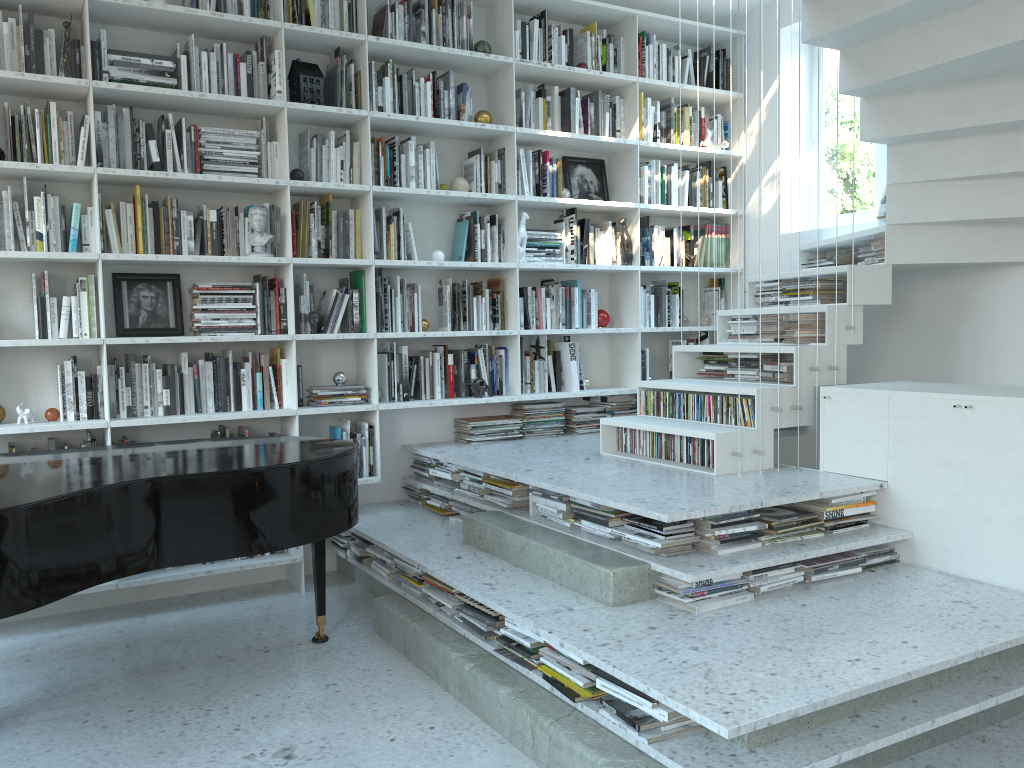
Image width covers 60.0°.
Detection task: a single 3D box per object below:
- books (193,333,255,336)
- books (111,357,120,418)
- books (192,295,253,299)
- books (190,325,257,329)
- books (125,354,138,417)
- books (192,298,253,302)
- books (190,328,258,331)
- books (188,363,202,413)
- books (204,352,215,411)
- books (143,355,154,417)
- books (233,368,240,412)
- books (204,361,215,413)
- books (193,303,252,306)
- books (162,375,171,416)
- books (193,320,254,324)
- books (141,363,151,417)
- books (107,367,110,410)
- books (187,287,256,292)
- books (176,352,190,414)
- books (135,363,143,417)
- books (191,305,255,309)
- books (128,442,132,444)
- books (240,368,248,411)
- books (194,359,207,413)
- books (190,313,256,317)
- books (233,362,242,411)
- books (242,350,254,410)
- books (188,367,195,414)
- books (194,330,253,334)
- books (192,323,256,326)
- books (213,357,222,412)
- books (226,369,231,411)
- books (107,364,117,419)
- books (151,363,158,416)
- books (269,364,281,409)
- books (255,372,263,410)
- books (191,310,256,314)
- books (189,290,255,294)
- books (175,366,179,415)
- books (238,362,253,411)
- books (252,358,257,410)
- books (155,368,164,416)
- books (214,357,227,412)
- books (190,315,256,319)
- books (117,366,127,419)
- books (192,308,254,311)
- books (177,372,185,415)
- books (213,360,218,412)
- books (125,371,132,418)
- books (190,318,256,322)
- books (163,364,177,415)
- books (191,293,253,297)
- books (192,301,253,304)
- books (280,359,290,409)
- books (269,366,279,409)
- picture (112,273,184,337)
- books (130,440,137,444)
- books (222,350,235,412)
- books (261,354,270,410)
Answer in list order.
[{"bbox_3d":[-1.407,-0.241,4.327,0.254,0.012,0.161,-3,4,-33],"label":"books"},{"bbox_3d":[-1.834,0.016,4.099,0.011,0.275,0.145,-3,5,-29],"label":"books"},{"bbox_3d":[-1.411,-0.422,4.316,0.254,0.012,0.161,-3,4,-32],"label":"books"},{"bbox_3d":[-1.411,-0.278,4.330,0.285,0.012,0.159,-3,4,-30],"label":"books"},{"bbox_3d":[-1.782,0.005,4.149,0.027,0.291,0.140,-3,5,-29],"label":"books"},{"bbox_3d":[-1.410,-0.409,4.315,0.254,0.012,0.161,-3,4,-33],"label":"books"},{"bbox_3d":[-1.406,-0.266,4.323,0.285,0.012,0.159,-3,4,-34],"label":"books"},{"bbox_3d":[-1.529,0.019,4.276,0.031,0.237,0.158,-3,5,-29],"label":"books"},{"bbox_3d":[-1.472,-0.010,4.320,0.014,0.286,0.134,-3,5,-29],"label":"books"},{"bbox_3d":[-1.707,0.007,4.161,0.013,0.282,0.166,-3,5,-29],"label":"books"},{"bbox_3d":[-1.372,0.026,4.354,0.024,0.207,0.183,-3,4,-29],"label":"books"},{"bbox_3d":[-1.477,0.013,4.291,0.026,0.245,0.191,-3,5,-29],"label":"books"},{"bbox_3d":[-1.410,-0.385,4.319,0.254,0.012,0.160,-3,4,-26],"label":"books"},{"bbox_3d":[-1.646,0.053,4.189,0.029,0.184,0.174,-3,4,-29],"label":"books"},{"bbox_3d":[-1.407,-0.301,4.321,0.254,0.012,0.161,-3,4,-34],"label":"books"},{"bbox_3d":[-1.726,0.026,4.156,0.027,0.246,0.179,-3,5,-29],"label":"books"},{"bbox_3d":[-1.874,0.013,4.087,0.012,0.285,0.159,-3,5,-29],"label":"books"},{"bbox_3d":[-1.409,-0.458,4.309,0.285,0.012,0.159,-3,4,-34],"label":"books"},{"bbox_3d":[-1.575,-0.006,4.247,0.026,0.292,0.151,-3,5,-29],"label":"books"},{"bbox_3d":[-1.756,0.025,4.158,0.024,0.248,0.132,-3,5,-29],"label":"books"},{"bbox_3d":[-1.407,-0.373,4.315,0.285,0.012,0.159,-3,4,-24],"label":"books"},{"bbox_3d":[-1.753,0.400,4.088,0.011,0.254,0.173,-3,5,-29],"label":"books"},{"bbox_3d":[-1.339,0.026,4.371,0.023,0.204,0.167,-3,4,-29],"label":"books"},{"bbox_3d":[-1.513,0.008,4.302,0.025,0.255,0.136,-3,5,-29],"label":"books"},{"bbox_3d":[-1.410,-0.337,4.324,0.285,0.012,0.159,-3,4,-27],"label":"books"},{"bbox_3d":[-1.361,0.011,4.372,0.014,0.235,0.154,-3,5,-29],"label":"books"},{"bbox_3d":[-1.309,-0.021,4.399,0.014,0.294,0.137,-3,5,-29],"label":"books"},{"bbox_3d":[-1.556,0.028,4.269,0.025,0.221,0.140,-3,5,-29],"label":"books"},{"bbox_3d":[-1.409,-0.254,4.330,0.254,0.012,0.160,-3,4,-27],"label":"books"},{"bbox_3d":[-1.406,-0.289,4.321,0.285,0.012,0.159,-3,4,-24],"label":"books"},{"bbox_3d":[-1.443,0.002,4.318,0.010,0.261,0.181,-3,5,-29],"label":"books"},{"bbox_3d":[-1.409,0.029,4.348,0.021,0.203,0.128,-3,5,-29],"label":"books"},{"bbox_3d":[-1.854,0.033,4.097,0.029,0.244,0.154,-3,5,-29],"label":"books"},{"bbox_3d":[-1.701,0.024,4.187,0.021,0.244,0.141,-3,5,-29],"label":"books"},{"bbox_3d":[-1.189,0.012,4.452,0.011,0.216,0.166,-3,5,-29],"label":"books"},{"bbox_3d":[-1.271,0.033,4.404,0.023,0.183,0.169,-3,4,-29],"label":"books"},{"bbox_3d":[-1.407,-0.349,4.317,0.285,0.012,0.159,-3,4,-24],"label":"books"},{"bbox_3d":[-1.413,-0.446,4.316,0.285,0.012,0.159,-3,4,-27],"label":"books"},{"bbox_3d":[-1.611,0.027,4.227,0.013,0.230,0.138,-3,5,-29],"label":"books"},{"bbox_3d":[-1.319,0.009,4.382,0.023,0.235,0.174,-3,5,-29],"label":"books"},{"bbox_3d":[-1.300,-0.004,4.414,0.014,0.256,0.145,-3,5,-29],"label":"books"},{"bbox_3d":[-1.671,0.037,4.179,0.023,0.217,0.174,-3,5,-29],"label":"books"},{"bbox_3d":[-1.423,0.000,4.321,0.028,0.265,0.161,-3,5,-29],"label":"books"},{"bbox_3d":[-1.411,-0.325,4.327,0.285,0.012,0.159,-3,4,-28],"label":"books"},{"bbox_3d":[-1.811,0.036,4.101,0.027,0.234,0.167,-3,5,-29],"label":"books"},{"bbox_3d":[-1.407,-0.361,4.317,0.254,0.012,0.161,-3,4,-34],"label":"books"},{"bbox_3d":[-1.589,0.043,4.226,0.023,0.196,0.165,-3,4,-29],"label":"books"},{"bbox_3d":[-1.458,0.007,4.322,0.011,0.252,0.158,-3,5,-29],"label":"books"},{"bbox_3d":[-1.795,0.047,4.125,0.024,0.208,0.170,-3,4,-29],"label":"books"},{"bbox_3d":[-1.412,-0.313,4.330,0.285,0.012,0.159,-3,4,-29],"label":"books"},{"bbox_3d":[-1.625,0.024,4.208,0.029,0.238,0.165,-3,5,-29],"label":"books"},{"bbox_3d":[-1.410,-0.434,4.313,0.254,0.012,0.161,-3,4,-33],"label":"books"},{"bbox_3d":[-1.410,-0.397,4.318,0.254,0.012,0.161,-3,4,-32],"label":"books"},{"bbox_3d":[-1.158,-0.004,4.463,0.033,0.246,0.176,-3,5,-29],"label":"books"},{"bbox_3d":[-1.212,0.015,4.438,0.042,0.212,0.169,-3,4,-29],"label":"books"},{"bbox_3d":[-1.723,-0.375,4.202,0.300,0.300,0.077,-3,5,-29],"label":"picture"},{"bbox_3d":[-1.735,0.397,4.088,0.021,0.260,0.169,-3,5,-29],"label":"books"},{"bbox_3d":[-1.390,-0.018,4.344,0.012,0.297,0.177,-3,5,-29],"label":"books"},{"bbox_3d":[-1.248,-0.014,4.429,0.026,0.272,0.175,-3,5,-29],"label":"books"}]
